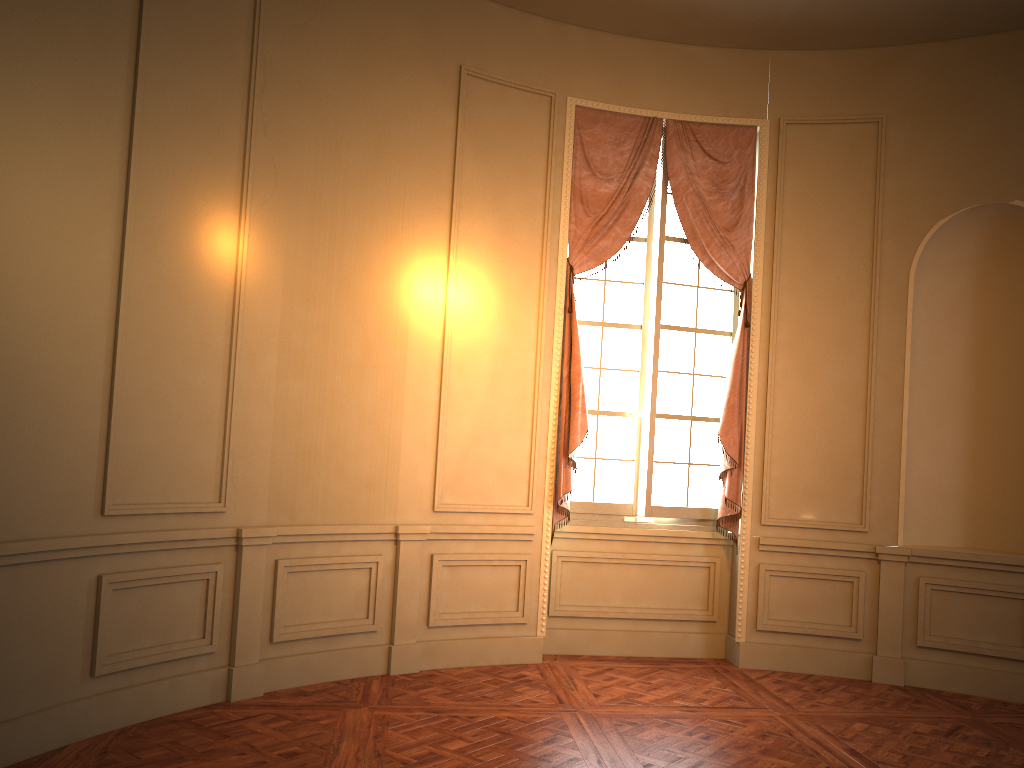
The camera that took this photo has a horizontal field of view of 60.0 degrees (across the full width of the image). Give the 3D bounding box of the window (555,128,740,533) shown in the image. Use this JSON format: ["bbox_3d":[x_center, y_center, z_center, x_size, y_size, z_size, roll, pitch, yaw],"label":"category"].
[{"bbox_3d":[0.969,-0.408,6.214,1.317,2.834,0.152,4,-2,-8],"label":"window"}]

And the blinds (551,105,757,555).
[{"bbox_3d":[0.997,-0.358,5.987,1.342,2.974,0.284,4,-2,-9],"label":"blinds"}]
